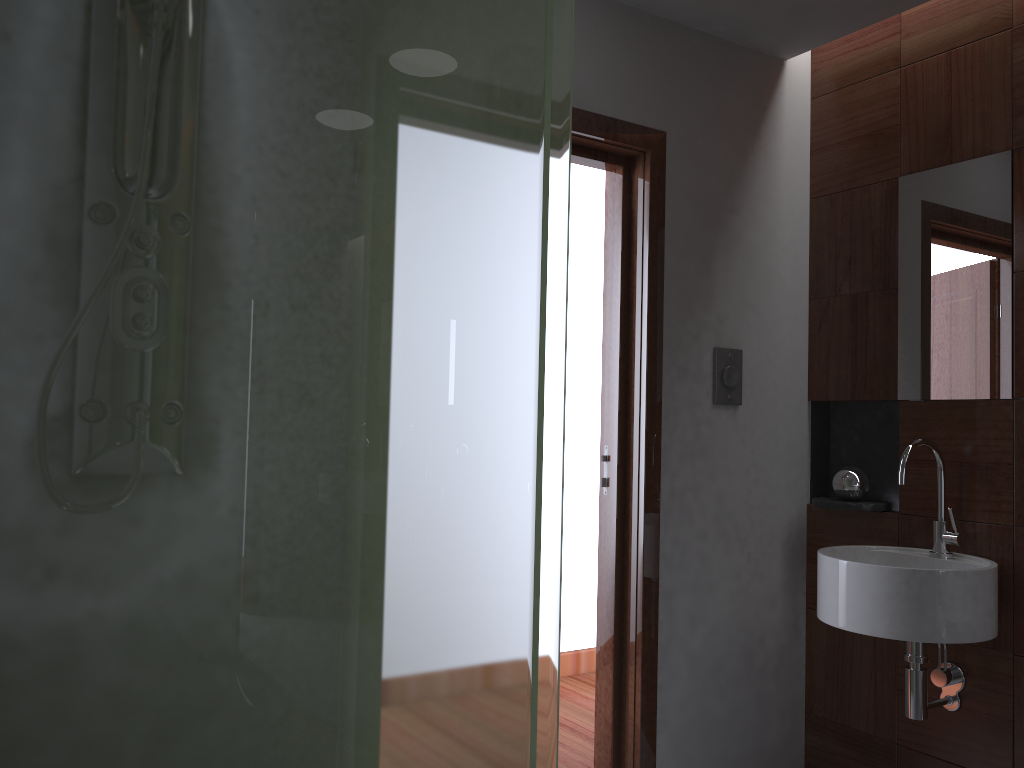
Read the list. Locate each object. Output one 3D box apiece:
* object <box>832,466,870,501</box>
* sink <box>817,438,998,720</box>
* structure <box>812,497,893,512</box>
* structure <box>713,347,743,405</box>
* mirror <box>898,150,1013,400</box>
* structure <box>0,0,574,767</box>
[{"bbox_3d":[1.333,0.278,2.083,0.104,0.104,1.350,3,-3,-33],"label":"object"},{"bbox_3d":[0.990,0.494,2.236,0.417,0.715,0.415,3,-3,-33],"label":"sink"},{"bbox_3d":[1.002,0.354,2.615,0.222,0.023,0.220,1,-3,17],"label":"structure"},{"bbox_3d":[0.627,-0.021,2.563,0.109,0.164,0.028,3,-3,-33],"label":"structure"},{"bbox_3d":[1.183,-0.276,2.381,0.010,0.635,0.316,3,-3,-33],"label":"mirror"},{"bbox_3d":[-0.549,0.195,1.359,1.015,2.079,0.765,3,-3,-33],"label":"structure"}]
